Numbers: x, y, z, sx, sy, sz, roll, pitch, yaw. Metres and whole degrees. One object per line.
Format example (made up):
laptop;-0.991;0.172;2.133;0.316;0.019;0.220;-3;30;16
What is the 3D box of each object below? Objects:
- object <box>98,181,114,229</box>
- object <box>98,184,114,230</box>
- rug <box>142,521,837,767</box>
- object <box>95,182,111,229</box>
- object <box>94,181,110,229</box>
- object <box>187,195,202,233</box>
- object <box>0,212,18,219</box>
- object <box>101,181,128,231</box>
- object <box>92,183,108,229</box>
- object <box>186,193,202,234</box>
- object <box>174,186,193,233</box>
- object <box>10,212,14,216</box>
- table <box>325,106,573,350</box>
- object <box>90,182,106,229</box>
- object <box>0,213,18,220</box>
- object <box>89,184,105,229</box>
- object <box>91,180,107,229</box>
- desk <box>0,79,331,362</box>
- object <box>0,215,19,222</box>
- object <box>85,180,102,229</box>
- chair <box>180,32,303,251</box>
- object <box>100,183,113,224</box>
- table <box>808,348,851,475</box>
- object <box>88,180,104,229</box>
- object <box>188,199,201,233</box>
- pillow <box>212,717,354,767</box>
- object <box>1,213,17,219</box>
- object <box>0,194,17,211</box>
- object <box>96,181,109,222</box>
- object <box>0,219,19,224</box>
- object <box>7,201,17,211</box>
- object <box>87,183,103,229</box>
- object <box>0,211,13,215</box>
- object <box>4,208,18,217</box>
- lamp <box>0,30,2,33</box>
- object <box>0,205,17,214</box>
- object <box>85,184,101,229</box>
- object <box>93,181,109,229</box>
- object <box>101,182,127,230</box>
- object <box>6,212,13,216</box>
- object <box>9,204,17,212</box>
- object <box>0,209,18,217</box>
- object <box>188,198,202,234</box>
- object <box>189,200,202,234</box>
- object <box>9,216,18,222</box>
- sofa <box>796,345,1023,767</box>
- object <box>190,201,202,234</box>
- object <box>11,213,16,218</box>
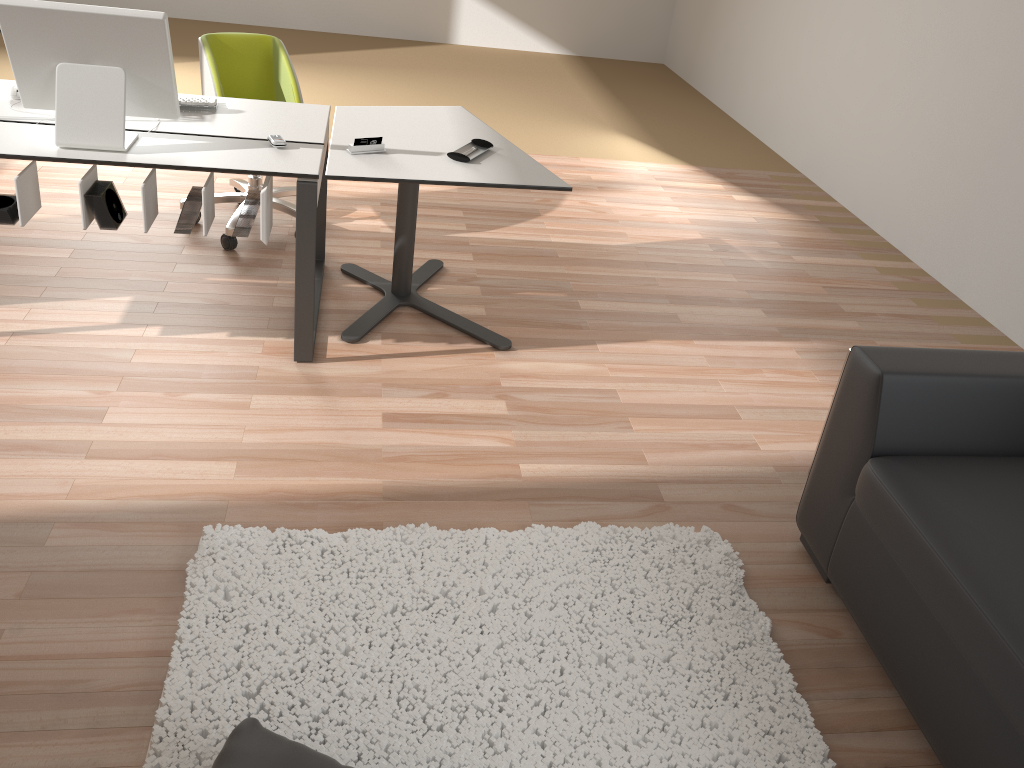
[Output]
object;-1.266;-0.566;2.788;0.040;0.108;0.140;3;30;-10
object;-1.269;-0.566;2.788;0.040;0.108;0.140;3;30;-10
rug;0.034;0.940;1.512;1.447;0.043;2.131;2;31;-10
object;-1.275;-0.566;2.787;0.040;0.108;0.140;3;30;-10
object;-1.278;-0.566;2.786;0.040;0.108;0.140;3;30;-10
object;-1.016;-0.559;2.833;0.040;0.108;0.140;3;30;-10
object;-1.603;-0.543;2.746;0.119;0.002;0.140;2;31;-10
object;-1.260;-0.566;2.790;0.040;0.108;0.140;3;30;-10
object;-1.284;-0.566;2.785;0.040;0.108;0.140;3;30;-10
object;-1.019;-0.559;2.832;0.040;0.108;0.140;3;30;-10
object;-1.055;-0.560;2.826;0.040;0.108;0.140;3;30;-10
object;-1.604;-0.551;2.741;0.119;0.002;0.140;2;31;-10
table;-0.318;-0.624;3.410;0.810;0.655;0.974;1;30;-12
object;-1.291;-0.567;2.784;0.039;0.108;0.140;3;30;-10
object;-1.602;-0.541;2.747;0.119;0.002;0.140;2;31;-10
object;-1.293;-0.567;2.784;0.040;0.108;0.140;3;30;-10
object;-1.287;-0.567;2.785;0.040;0.108;0.140;3;30;-10
desk;-1.488;-0.608;3.125;1.599;0.654;0.847;2;30;-10
object;-1.601;-0.536;2.750;0.119;0.002;0.140;2;31;-10
object;-1.303;-0.567;2.782;0.040;0.108;0.140;3;30;-10
chair;-1.144;-1.081;3.887;0.628;0.771;0.622;-12;34;-32
object;-1.264;-0.566;2.789;0.039;0.108;0.140;3;30;-10
table;1.106;0.159;2.641;0.227;0.447;0.251;2;28;-10
object;-1.296;-0.567;2.783;0.040;0.108;0.140;3;30;-10
object;-1.014;-0.559;2.833;0.040;0.108;0.140;3;30;-10
pillow;-0.316;0.868;1.371;0.613;0.200;0.608;15;31;12
object;-1.603;-0.543;2.746;0.119;0.002;0.140;2;31;-10
object;-1.608;-0.565;2.733;0.119;0.002;0.140;2;31;-10
object;-1.273;-0.566;2.787;0.039;0.108;0.140;3;30;-10
object;-1.599;-0.528;2.754;0.119;0.002;0.140;2;31;-10
object;-1.608;-0.565;2.733;0.119;0.002;0.140;2;31;-10
object;-1.300;-0.567;2.782;0.039;0.108;0.140;3;30;-10
object;-1.605;-0.554;2.739;0.119;0.002;0.140;2;31;-10
object;-1.605;-0.551;2.741;0.119;0.002;0.140;2;31;-10
lamp;-1.683;-1.045;2.815;0.550;0.503;0.144;-20;38;-40
object;-1.606;-0.558;2.737;0.119;0.002;0.140;2;31;-10
object;-1.305;-0.567;2.782;0.040;0.108;0.140;3;30;-10
object;-1.282;-0.567;2.785;0.039;0.108;0.140;3;30;-10
object;-1.259;-0.566;2.789;0.039;0.108;0.140;3;30;-10
object;-1.605;-0.553;2.740;0.119;0.002;0.140;2;31;-10
object;-1.607;-0.560;2.736;0.119;0.002;0.140;2;31;-10
object;-1.604;-0.549;2.742;0.119;0.002;0.140;2;31;-10
object;-1.012;-0.559;2.833;0.040;0.108;0.140;3;30;-10
object;-1.009;-0.559;2.834;0.040;0.108;0.140;3;30;-10
object;-1.601;-0.536;2.750;0.119;0.002;0.140;2;31;-10
sofa;1.434;0.712;1.441;0.950;0.795;2.377;2;31;-10
object;-1.007;-0.559;2.834;0.040;0.108;0.140;3;30;-10
object;-1.603;-0.545;2.745;0.119;0.002;0.140;2;31;-10
